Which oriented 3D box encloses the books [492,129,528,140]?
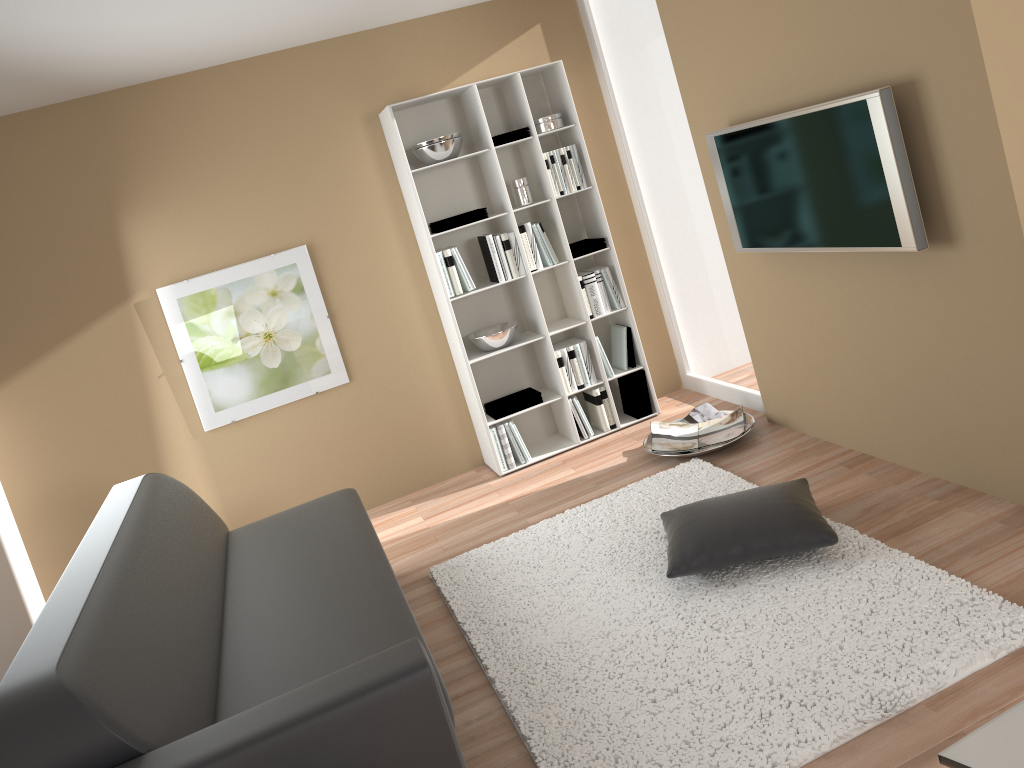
[{"bbox_3d":[-0.049,-1.422,5.070,0.213,0.007,0.299,-21,14,-19],"label":"books"}]

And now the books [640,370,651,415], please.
[{"bbox_3d":[0.767,0.038,5.306,0.032,0.265,0.212,-18,9,-13],"label":"books"}]

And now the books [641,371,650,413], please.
[{"bbox_3d":[0.762,0.039,5.305,0.032,0.265,0.212,-18,9,-13],"label":"books"}]

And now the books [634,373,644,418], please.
[{"bbox_3d":[0.722,0.054,5.293,0.032,0.265,0.212,-18,9,-13],"label":"books"}]

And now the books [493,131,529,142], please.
[{"bbox_3d":[-0.051,-1.410,5.070,0.213,0.006,0.299,-21,14,-17],"label":"books"}]

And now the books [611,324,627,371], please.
[{"bbox_3d":[0.646,-0.223,5.297,0.086,0.242,0.209,-18,9,-13],"label":"books"}]

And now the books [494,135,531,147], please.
[{"bbox_3d":[-0.041,-1.384,5.074,0.213,0.006,0.299,-21,14,-19],"label":"books"}]

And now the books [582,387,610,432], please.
[{"bbox_3d":[0.496,0.138,5.219,0.040,0.255,0.209,-18,9,-13],"label":"books"}]

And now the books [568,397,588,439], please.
[{"bbox_3d":[0.355,0.187,5.185,0.060,0.256,0.209,-18,9,-13],"label":"books"}]

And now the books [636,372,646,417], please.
[{"bbox_3d":[0.737,0.049,5.298,0.032,0.265,0.212,-18,9,-13],"label":"books"}]

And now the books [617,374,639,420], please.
[{"bbox_3d":[0.692,0.065,5.285,0.032,0.265,0.212,-18,9,-13],"label":"books"}]

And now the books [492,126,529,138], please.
[{"bbox_3d":[-0.054,-1.430,5.064,0.213,0.006,0.299,-21,14,-19],"label":"books"}]

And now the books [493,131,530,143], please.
[{"bbox_3d":[-0.047,-1.405,5.070,0.213,0.006,0.299,-21,14,-19],"label":"books"}]

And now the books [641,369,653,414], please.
[{"bbox_3d":[0.777,0.034,5.309,0.032,0.265,0.212,-18,9,-13],"label":"books"}]

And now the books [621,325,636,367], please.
[{"bbox_3d":[0.687,-0.232,5.307,0.043,0.234,0.212,-18,9,-13],"label":"books"}]

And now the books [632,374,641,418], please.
[{"bbox_3d":[0.705,0.058,5.292,0.032,0.267,0.215,-18,9,-13],"label":"books"}]

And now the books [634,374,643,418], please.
[{"bbox_3d":[0.717,0.056,5.292,0.032,0.265,0.212,-18,9,-13],"label":"books"}]

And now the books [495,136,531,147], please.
[{"bbox_3d":[-0.041,-1.379,5.075,0.213,0.007,0.299,-21,14,-19],"label":"books"}]

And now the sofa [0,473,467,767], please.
[{"bbox_3d":[-0.842,0.803,2.907,0.960,0.821,2.280,-19,12,-14],"label":"sofa"}]

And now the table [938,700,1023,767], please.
[{"bbox_3d":[1.199,0.752,0.935,0.820,0.677,0.932,-20,11,-17],"label":"table"}]

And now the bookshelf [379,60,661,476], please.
[{"bbox_3d":[0.060,-0.683,5.127,1.049,2.111,0.334,-19,7,-15],"label":"bookshelf"}]

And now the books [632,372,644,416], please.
[{"bbox_3d":[0.726,0.050,5.295,0.032,0.270,0.221,-18,9,-13],"label":"books"}]

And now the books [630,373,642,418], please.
[{"bbox_3d":[0.712,0.056,5.289,0.032,0.268,0.218,-18,9,-13],"label":"books"}]

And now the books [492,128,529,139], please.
[{"bbox_3d":[-0.054,-1.425,5.065,0.213,0.007,0.299,-21,14,-19],"label":"books"}]

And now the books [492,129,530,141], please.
[{"bbox_3d":[-0.048,-1.417,5.071,0.213,0.007,0.299,-21,14,-19],"label":"books"}]

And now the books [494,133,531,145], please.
[{"bbox_3d":[-0.045,-1.395,5.074,0.213,0.006,0.299,-21,14,-20],"label":"books"}]

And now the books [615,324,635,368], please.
[{"bbox_3d":[0.679,-0.231,5.304,0.043,0.239,0.221,-18,10,-13],"label":"books"}]

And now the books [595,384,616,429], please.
[{"bbox_3d":[0.532,0.124,5.234,0.040,0.255,0.209,-18,9,-13],"label":"books"}]

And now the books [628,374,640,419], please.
[{"bbox_3d":[0.697,0.063,5.285,0.032,0.265,0.213,-18,9,-13],"label":"books"}]

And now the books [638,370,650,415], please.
[{"bbox_3d":[0.757,0.040,5.302,0.032,0.268,0.218,-18,9,-13],"label":"books"}]

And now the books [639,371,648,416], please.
[{"bbox_3d":[0.750,0.041,5.305,0.032,0.267,0.215,-18,9,-13],"label":"books"}]

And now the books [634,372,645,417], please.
[{"bbox_3d":[0.732,0.050,5.296,0.032,0.265,0.212,-18,9,-13],"label":"books"}]

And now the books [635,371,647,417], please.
[{"bbox_3d":[0.742,0.047,5.298,0.032,0.265,0.213,-18,9,-13],"label":"books"}]

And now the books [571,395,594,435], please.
[{"bbox_3d":[0.392,0.170,5.207,0.058,0.254,0.209,-18,9,-13],"label":"books"}]

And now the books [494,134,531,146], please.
[{"bbox_3d":[-0.043,-1.390,5.073,0.213,0.006,0.299,-21,14,-19],"label":"books"}]

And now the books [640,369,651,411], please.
[{"bbox_3d":[0.771,0.033,5.308,0.032,0.270,0.221,-18,9,-13],"label":"books"}]

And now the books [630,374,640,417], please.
[{"bbox_3d":[0.700,0.059,5.290,0.032,0.267,0.215,-18,9,-13],"label":"books"}]

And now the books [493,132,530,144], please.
[{"bbox_3d":[-0.046,-1.400,5.071,0.213,0.006,0.299,-21,14,-19],"label":"books"}]

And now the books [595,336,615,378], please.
[{"bbox_3d":[0.513,-0.171,5.225,0.060,0.256,0.209,-18,9,-13],"label":"books"}]

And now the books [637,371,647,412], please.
[{"bbox_3d":[0.745,0.042,5.304,0.032,0.267,0.215,-18,9,-13],"label":"books"}]

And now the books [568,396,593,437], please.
[{"bbox_3d":[0.381,0.180,5.188,0.058,0.254,0.209,-18,9,-13],"label":"books"}]
